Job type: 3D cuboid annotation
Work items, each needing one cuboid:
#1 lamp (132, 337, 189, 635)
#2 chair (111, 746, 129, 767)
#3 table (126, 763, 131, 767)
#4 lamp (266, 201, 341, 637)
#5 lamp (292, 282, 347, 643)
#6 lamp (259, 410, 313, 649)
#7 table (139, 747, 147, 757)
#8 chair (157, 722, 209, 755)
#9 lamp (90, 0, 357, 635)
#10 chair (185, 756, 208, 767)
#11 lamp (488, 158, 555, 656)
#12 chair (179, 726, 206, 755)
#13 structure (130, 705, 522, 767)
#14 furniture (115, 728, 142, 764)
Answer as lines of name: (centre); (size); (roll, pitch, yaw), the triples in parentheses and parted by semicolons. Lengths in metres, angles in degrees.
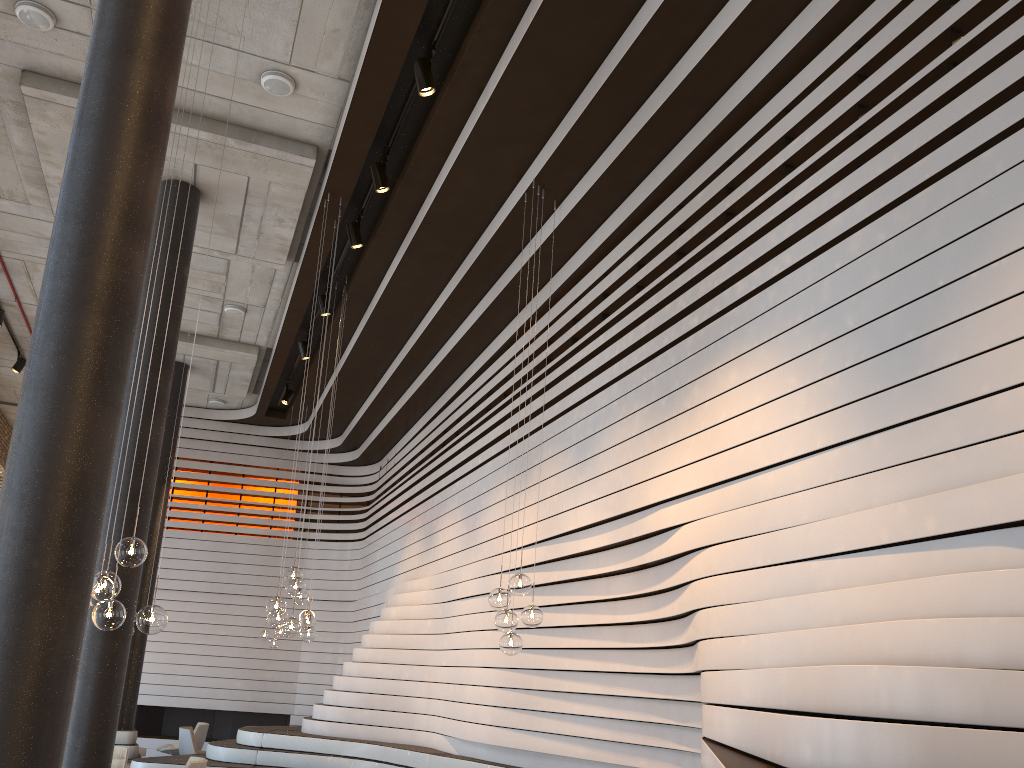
lamp: (-4.704, 1.022, 11.671); (0.278, 4.512, 0.553); (-4, -16, 31)
chair: (-4.241, 4.037, 8.825); (0.656, 0.747, 0.730); (4, -16, -2)
table: (-5.010, 4.893, 10.892); (0.906, 0.361, 0.425); (8, -17, -12)
lamp: (-1.801, -0.104, 7.998); (0.309, 4.622, 0.679); (6, -14, -11)
lamp: (-2.083, 0.525, 9.871); (0.294, 4.557, 0.556); (10, -15, -24)
lamp: (-3.576, 1.950, 14.341); (0.545, 4.557, 0.300); (2, -13, 6)
table: (-5.969, 5.576, 13.083); (0.915, 0.361, 0.420); (20, -23, -40)
chair: (-5.057, 5.576, 13.498); (0.711, 0.747, 0.674); (9, -17, -17)
lamp: (1.256, -2.169, 0.786); (9.047, 4.498, 43.021); (10, -20, -18)
chair: (-3.301, 3.933, 8.337); (0.711, 0.747, 0.674); (8, -16, -16)
lamp: (0.114, -0.260, 6.916); (0.336, 4.596, 0.540); (-4, -16, 31)
chair: (-4.415, 5.294, 12.547); (0.711, 0.747, 0.674); (8, -16, -15)
structure: (-1.637, 4.205, 9.052); (5.787, 0.904, 18.672); (11, -20, -22)
furniture: (-5.695, 5.038, 11.976); (1.278, 0.704, 1.816); (11, -20, -23)
